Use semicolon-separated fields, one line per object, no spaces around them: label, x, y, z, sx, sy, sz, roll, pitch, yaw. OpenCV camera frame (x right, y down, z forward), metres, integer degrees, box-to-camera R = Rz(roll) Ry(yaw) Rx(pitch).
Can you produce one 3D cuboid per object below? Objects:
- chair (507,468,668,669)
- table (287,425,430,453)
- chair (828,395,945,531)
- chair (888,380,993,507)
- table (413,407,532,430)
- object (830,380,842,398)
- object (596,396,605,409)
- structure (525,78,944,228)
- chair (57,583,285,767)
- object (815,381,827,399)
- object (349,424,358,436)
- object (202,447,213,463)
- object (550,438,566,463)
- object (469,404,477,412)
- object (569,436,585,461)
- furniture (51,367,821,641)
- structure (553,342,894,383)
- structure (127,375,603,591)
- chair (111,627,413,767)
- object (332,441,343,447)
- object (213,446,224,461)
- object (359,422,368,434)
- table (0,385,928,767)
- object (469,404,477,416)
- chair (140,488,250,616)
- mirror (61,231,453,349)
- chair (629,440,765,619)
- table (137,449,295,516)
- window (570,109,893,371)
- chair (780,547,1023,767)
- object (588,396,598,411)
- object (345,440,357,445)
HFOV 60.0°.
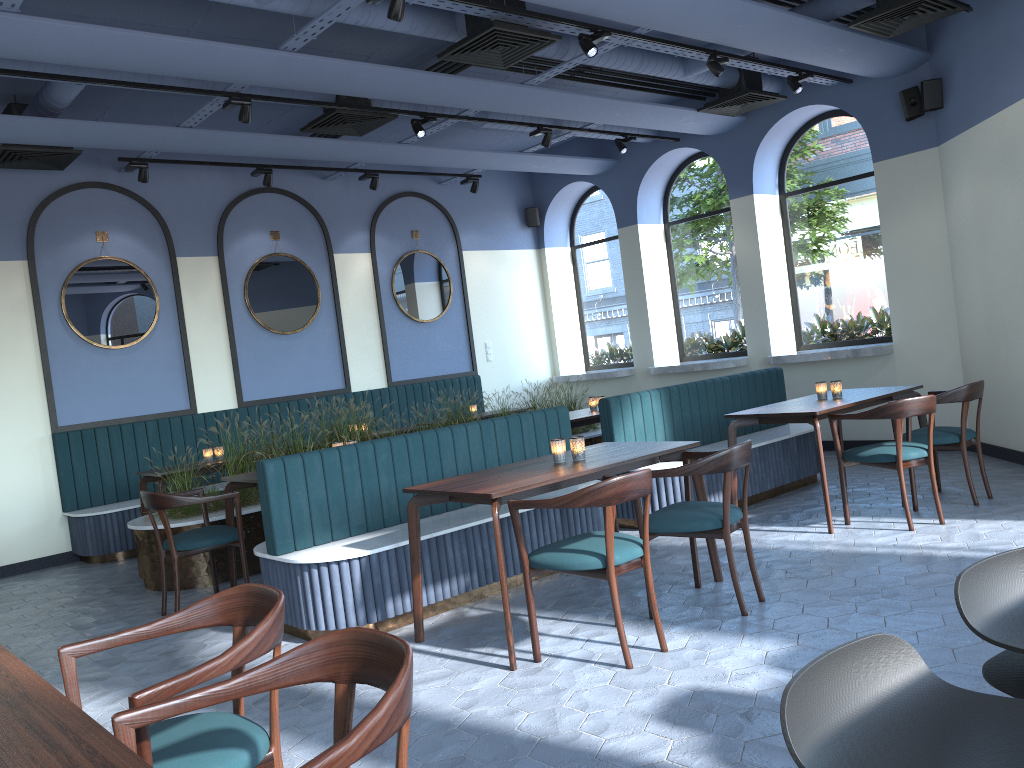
chair;0.386;0.769;3.847;0.618;0.793;0.525;-9;2;-41
table;-1.399;0.866;8.451;1.332;0.755;0.548;-9;2;-40
chair;2.386;0.468;5.502;0.618;0.793;0.525;-8;2;-16
chair;2.904;0.390;5.946;0.618;0.793;0.525;-9;2;-41
table;-0.343;0.706;9.356;1.332;0.755;0.548;-9;2;-40
object;2.268;0.038;6.196;0.078;0.120;0.078;-8;2;-23
object;0.794;0.170;7.871;0.078;0.120;0.078;-8;2;-23
structure;-2.005;-1.695;5.360;7.261;0.268;13.143;-6;2;33
chair;-0.804;0.968;2.247;0.525;0.793;0.618;-9;2;-41
object;2.188;0.046;6.265;0.078;0.120;0.078;-8;2;-23
object;-1.509;0.439;8.450;0.078;0.120;0.078;-6;2;33
object;-2.565;0.601;7.487;0.078;0.120;0.078;-8;2;-23
object;0.241;0.342;4.548;0.078;0.120;0.078;-6;2;33
object;-0.406;0.272;9.373;0.078;0.120;0.078;-6;2;33
object;0.338;0.330;4.545;0.078;0.120;0.078;-6;2;33
furniture;-0.654;0.601;7.577;4.800;1.150;4.703;-9;2;-40
structure;1.454;0.040;4.693;4.315;0.080;14.155;-7;2;11
structure;-0.877;0.592;7.836;4.878;1.207;1.143;-9;2;-39
chair;-0.409;0.936;1.686;0.525;0.793;0.618;-9;2;-41
object;-1.230;0.472;6.284;0.078;0.120;0.078;-6;2;33
object;-2.495;0.590;7.554;0.078;0.120;0.078;-8;2;-23
object;-1.412;0.427;8.447;0.078;0.120;0.078;-6;2;33
table;-0.825;0.930;4.109;3.997;0.755;9.778;-6;2;33
object;-0.409;0.276;9.275;0.078;0.120;0.078;-6;2;33
chair;-1.976;1.011;5.527;0.525;0.793;0.618;-9;2;-41
mirror;-2.383;-1.064;9.299;4.357;1.089;0.026;-9;2;-40
chair;0.933;0.687;4.314;0.525;0.793;0.618;-6;2;36
table;-2.438;1.023;7.558;1.285;0.755;0.548;-9;2;-40
window;1.521;-1.204;4.633;3.897;2.394;14.212;-7;2;10
chair;-1.023;0.930;1.760;6.322;0.949;3.651;-9;2;-42
object;0.727;0.176;7.942;0.078;0.120;0.078;-8;2;-23
object;-1.133;0.460;6.281;0.078;0.120;0.078;-6;2;33
